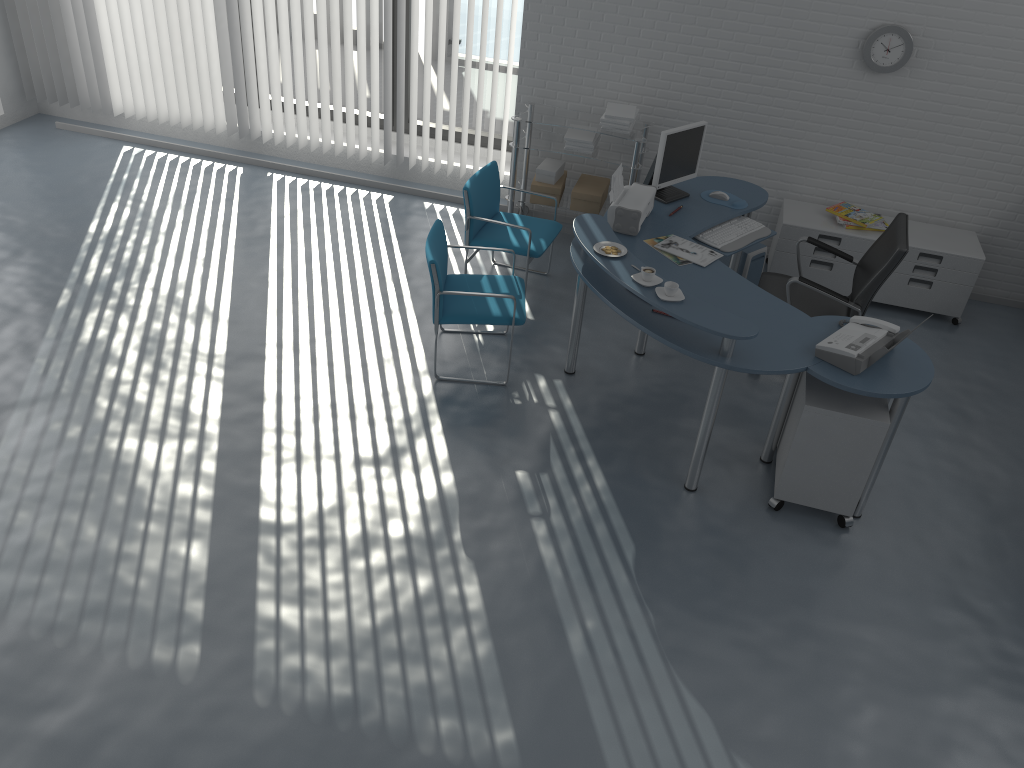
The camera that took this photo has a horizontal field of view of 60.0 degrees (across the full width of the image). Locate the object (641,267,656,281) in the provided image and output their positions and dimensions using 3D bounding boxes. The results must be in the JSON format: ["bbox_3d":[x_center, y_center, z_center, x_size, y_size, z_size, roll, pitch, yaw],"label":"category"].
[{"bbox_3d":[0.603,-0.488,3.937,0.062,0.049,0.078,7,35,2],"label":"object"}]

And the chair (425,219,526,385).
[{"bbox_3d":[-0.200,-0.445,4.772,0.543,0.707,0.542,4,35,-3],"label":"chair"}]

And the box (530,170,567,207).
[{"bbox_3d":[0.254,-1.367,6.136,0.207,0.133,0.347,10,35,6],"label":"box"}]

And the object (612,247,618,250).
[{"bbox_3d":[0.483,-0.638,4.170,0.027,0.005,0.025,-14,40,-26],"label":"object"}]

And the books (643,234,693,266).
[{"bbox_3d":[0.842,-0.689,4.554,0.200,0.005,0.300,-15,40,-27],"label":"books"}]

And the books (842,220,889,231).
[{"bbox_3d":[2.270,-1.046,5.731,0.300,0.020,0.210,3,35,-3],"label":"books"}]

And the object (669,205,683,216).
[{"bbox_3d":[0.913,-0.965,4.948,0.013,0.013,0.178,24,39,24],"label":"object"}]

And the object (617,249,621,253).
[{"bbox_3d":[0.497,-0.624,4.159,0.025,0.005,0.027,-7,37,-17],"label":"object"}]

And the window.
[{"bbox_3d":[-1.393,-3.286,6.460,3.635,2.562,0.008,12,36,10],"label":"window"}]

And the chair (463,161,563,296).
[{"bbox_3d":[-0.010,-0.921,5.476,0.543,0.707,0.542,15,36,13],"label":"chair"}]

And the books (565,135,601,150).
[{"bbox_3d":[0.478,-1.629,5.934,0.190,0.015,0.270,13,36,10],"label":"books"}]

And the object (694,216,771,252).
[{"bbox_3d":[1.223,-0.846,4.929,0.478,0.028,0.276,-26,46,-37],"label":"object"}]

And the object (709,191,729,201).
[{"bbox_3d":[1.209,-1.100,5.159,0.115,0.035,0.054,19,37,18],"label":"object"}]

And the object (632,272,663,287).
[{"bbox_3d":[0.601,-0.464,3.944,0.119,0.016,0.119,-20,43,-32],"label":"object"}]

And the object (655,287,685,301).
[{"bbox_3d":[0.684,-0.387,3.847,0.119,0.016,0.119,0,35,-8],"label":"object"}]

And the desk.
[{"bbox_3d":[0.969,-0.354,4.637,1.402,0.900,2.282,-2,36,-11],"label":"desk"}]

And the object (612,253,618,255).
[{"bbox_3d":[0.480,-0.608,4.135,0.027,0.005,0.025,6,35,1],"label":"object"}]

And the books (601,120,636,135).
[{"bbox_3d":[0.698,-1.694,5.801,0.190,0.015,0.270,12,36,10],"label":"books"}]

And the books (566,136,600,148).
[{"bbox_3d":[0.477,-1.638,5.920,0.190,0.015,0.270,12,35,9],"label":"books"}]

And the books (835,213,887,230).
[{"bbox_3d":[2.243,-1.064,5.718,0.300,0.020,0.210,9,35,5],"label":"books"}]

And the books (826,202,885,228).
[{"bbox_3d":[2.211,-1.093,5.719,0.210,0.020,0.300,-23,44,-34],"label":"books"}]

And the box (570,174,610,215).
[{"bbox_3d":[0.537,-1.304,6.087,0.207,0.133,0.347,13,36,10],"label":"box"}]

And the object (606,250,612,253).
[{"bbox_3d":[0.451,-0.617,4.135,0.027,0.005,0.025,1,35,-7],"label":"object"}]

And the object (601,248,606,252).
[{"bbox_3d":[0.435,-0.630,4.159,0.025,0.005,0.027,-21,43,-33],"label":"object"}]

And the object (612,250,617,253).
[{"bbox_3d":[0.480,-0.620,4.144,0.025,0.005,0.027,7,35,3],"label":"object"}]

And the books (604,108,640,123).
[{"bbox_3d":[0.716,-1.758,5.764,0.190,0.015,0.270,12,36,10],"label":"books"}]

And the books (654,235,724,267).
[{"bbox_3d":[0.906,-0.683,4.550,0.300,0.010,0.200,29,41,29],"label":"books"}]

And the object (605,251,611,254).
[{"bbox_3d":[0.447,-0.614,4.138,0.027,0.005,0.025,-4,36,-13],"label":"object"}]

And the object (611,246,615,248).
[{"bbox_3d":[0.481,-0.642,4.183,0.025,0.005,0.027,-6,37,-17],"label":"object"}]

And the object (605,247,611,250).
[{"bbox_3d":[0.453,-0.634,4.160,0.025,0.005,0.027,15,36,13],"label":"object"}]

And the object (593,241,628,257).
[{"bbox_3d":[0.461,-0.628,4.157,0.162,0.011,0.162,-17,41,-29],"label":"object"}]

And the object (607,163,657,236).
[{"bbox_3d":[0.637,-0.998,4.730,0.197,0.273,0.392,15,36,14],"label":"object"}]

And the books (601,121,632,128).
[{"bbox_3d":[0.695,-1.734,5.779,0.190,0.015,0.270,12,36,10],"label":"books"}]

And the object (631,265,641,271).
[{"bbox_3d":[0.576,-0.522,4.017,0.025,0.021,0.119,-14,39,-25],"label":"object"}]

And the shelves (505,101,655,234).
[{"bbox_3d":[0.440,-1.392,6.088,0.896,0.848,0.441,13,36,10],"label":"shelves"}]

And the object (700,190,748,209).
[{"bbox_3d":[1.241,-1.088,5.159,0.285,0.026,0.213,20,38,20],"label":"object"}]

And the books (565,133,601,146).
[{"bbox_3d":[0.479,-1.655,5.918,0.190,0.015,0.270,13,36,11],"label":"books"}]

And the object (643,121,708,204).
[{"bbox_3d":[0.899,-1.272,5.032,0.365,0.417,0.212,-24,45,-35],"label":"object"}]

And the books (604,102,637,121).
[{"bbox_3d":[0.705,-1.768,5.750,0.190,0.015,0.270,10,35,6],"label":"books"}]

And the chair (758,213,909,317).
[{"bbox_3d":[1.681,-0.477,4.870,0.652,0.948,0.584,16,36,14],"label":"chair"}]

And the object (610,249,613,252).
[{"bbox_3d":[0.469,-0.625,4.157,0.025,0.005,0.027,4,35,-2],"label":"object"}]

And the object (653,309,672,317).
[{"bbox_3d":[0.732,-0.303,3.983,0.200,0.010,0.011,18,37,17],"label":"object"}]

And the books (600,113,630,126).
[{"bbox_3d":[0.695,-1.742,5.764,0.190,0.015,0.270,14,36,12],"label":"books"}]

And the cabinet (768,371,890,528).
[{"bbox_3d":[1.465,0.239,4.120,0.383,0.605,0.559,14,36,11],"label":"cabinet"}]

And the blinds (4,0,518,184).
[{"bbox_3d":[-1.889,-3.131,6.115,4.001,2.955,0.158,12,36,10],"label":"blinds"}]

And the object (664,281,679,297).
[{"bbox_3d":[0.691,-0.410,3.839,0.062,0.049,0.078,26,40,27],"label":"object"}]

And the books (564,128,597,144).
[{"bbox_3d":[0.460,-1.663,5.901,0.190,0.015,0.270,11,35,7],"label":"books"}]

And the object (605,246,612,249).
[{"bbox_3d":[0.453,-0.643,4.181,0.025,0.005,0.027,-18,41,-29],"label":"object"}]

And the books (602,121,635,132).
[{"bbox_3d":[0.699,-1.707,5.793,0.190,0.015,0.270,11,35,7],"label":"books"}]

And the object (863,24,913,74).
[{"bbox_3d":[2.269,-2.021,5.352,0.279,0.277,0.041,12,36,10],"label":"object"}]

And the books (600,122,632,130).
[{"bbox_3d":[0.691,-1.719,5.783,0.190,0.015,0.270,13,36,11],"label":"books"}]

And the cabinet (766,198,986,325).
[{"bbox_3d":[2.358,-0.814,5.853,1.259,0.484,0.447,12,35,9],"label":"cabinet"}]

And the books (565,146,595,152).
[{"bbox_3d":[0.468,-1.617,5.941,0.190,0.015,0.270,10,35,6],"label":"books"}]

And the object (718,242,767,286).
[{"bbox_3d":[1.350,-0.750,5.672,0.199,0.422,0.471,-23,44,-34],"label":"object"}]

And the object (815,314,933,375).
[{"bbox_3d":[1.542,-0.249,3.783,0.405,0.280,0.399,-27,46,-38],"label":"object"}]

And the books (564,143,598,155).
[{"bbox_3d":[0.467,-1.605,5.949,0.190,0.015,0.270,12,35,9],"label":"books"}]

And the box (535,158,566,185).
[{"bbox_3d":[0.263,-1.458,6.072,0.139,0.090,0.234,15,36,13],"label":"box"}]
